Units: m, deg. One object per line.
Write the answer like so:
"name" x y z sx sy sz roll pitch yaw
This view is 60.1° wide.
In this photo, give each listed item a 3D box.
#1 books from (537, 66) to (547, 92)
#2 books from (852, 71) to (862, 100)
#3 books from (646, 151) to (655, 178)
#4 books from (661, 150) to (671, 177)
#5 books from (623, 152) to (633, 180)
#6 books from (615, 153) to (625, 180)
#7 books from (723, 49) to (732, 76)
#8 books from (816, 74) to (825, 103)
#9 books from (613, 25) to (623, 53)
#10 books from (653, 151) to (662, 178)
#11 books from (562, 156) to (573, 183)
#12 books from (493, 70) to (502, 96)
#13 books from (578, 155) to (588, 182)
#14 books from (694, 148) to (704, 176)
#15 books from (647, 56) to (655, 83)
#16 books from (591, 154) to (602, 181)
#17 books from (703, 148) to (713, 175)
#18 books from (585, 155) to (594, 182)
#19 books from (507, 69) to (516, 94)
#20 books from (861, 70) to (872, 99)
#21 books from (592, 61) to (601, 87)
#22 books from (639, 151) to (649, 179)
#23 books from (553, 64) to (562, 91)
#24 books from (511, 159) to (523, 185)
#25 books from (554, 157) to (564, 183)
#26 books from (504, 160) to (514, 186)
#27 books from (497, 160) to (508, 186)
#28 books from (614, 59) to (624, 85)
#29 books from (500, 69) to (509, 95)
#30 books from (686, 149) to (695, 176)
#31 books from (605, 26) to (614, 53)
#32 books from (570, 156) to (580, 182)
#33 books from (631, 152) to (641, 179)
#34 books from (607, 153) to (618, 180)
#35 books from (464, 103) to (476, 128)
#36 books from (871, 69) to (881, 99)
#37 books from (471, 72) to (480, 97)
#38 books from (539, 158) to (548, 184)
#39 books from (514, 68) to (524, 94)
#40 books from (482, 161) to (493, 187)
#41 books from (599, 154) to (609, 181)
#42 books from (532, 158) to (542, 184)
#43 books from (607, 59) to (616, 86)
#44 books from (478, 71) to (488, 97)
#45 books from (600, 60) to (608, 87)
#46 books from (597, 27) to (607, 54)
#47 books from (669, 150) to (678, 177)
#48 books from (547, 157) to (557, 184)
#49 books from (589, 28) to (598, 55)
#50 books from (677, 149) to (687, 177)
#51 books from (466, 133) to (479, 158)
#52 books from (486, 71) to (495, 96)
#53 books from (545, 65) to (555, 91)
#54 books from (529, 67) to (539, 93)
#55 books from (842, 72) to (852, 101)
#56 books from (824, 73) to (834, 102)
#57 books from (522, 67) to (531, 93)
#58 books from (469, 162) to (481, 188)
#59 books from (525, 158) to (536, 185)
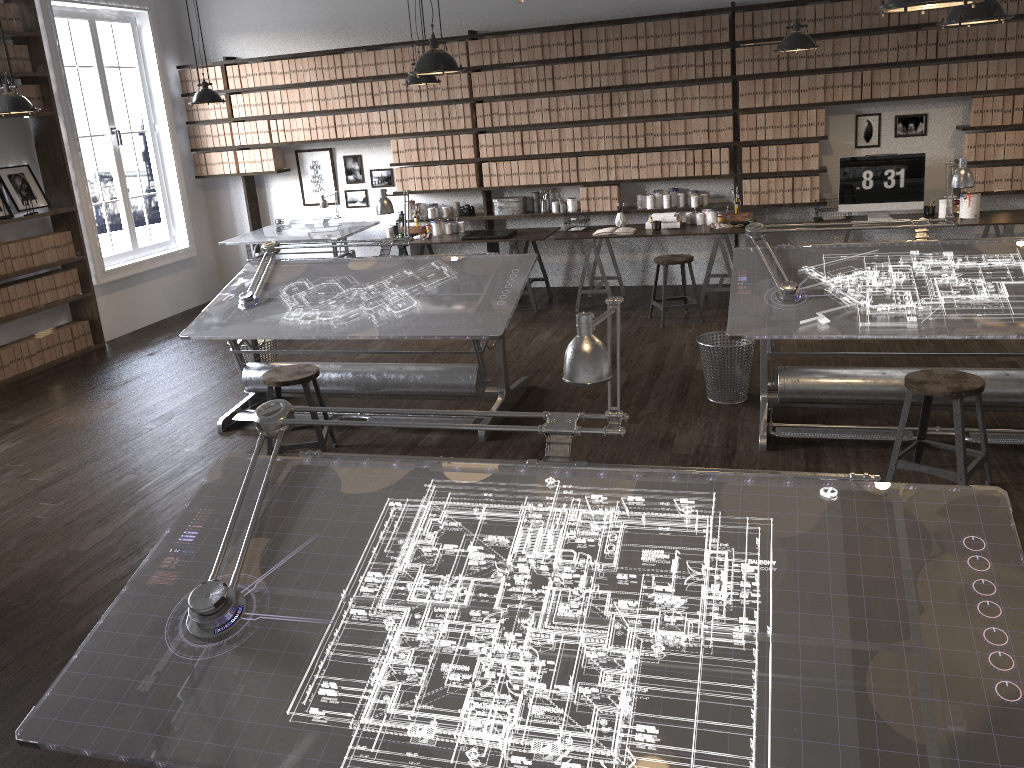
"books" 0.287 -2.756 8.010 0.067 0.222 0.177 0 17 17
"books" 2.841 -2.463 7.311 0.067 0.222 0.177 0 17 17
"books" 1.251 -1.968 7.947 0.067 0.222 0.177 0 17 17
"books" 1.379 -1.966 7.909 0.067 0.222 0.177 0 17 17
"books" 1.054 -1.971 8.007 0.067 0.222 0.177 0 17 17
"books" 0.988 -1.973 8.029 0.067 0.223 0.177 0 17 17
"books" 1.833 -2.732 7.538 0.067 0.222 0.177 0 17 17
"books" 2.571 -2.465 7.386 0.067 0.223 0.177 0 17 17
"books" 0.936 -3.008 7.733 0.067 0.222 0.177 0 17 17
"books" 1.313 -1.965 7.924 0.067 0.223 0.177 0 17 17
"books" 0.516 -1.979 8.172 0.067 0.222 0.177 0 17 17
"books" -0.106 -2.761 8.126 0.067 0.222 0.177 0 17 17
"books" 0.659 -1.977 8.129 0.067 0.222 0.177 0 17 17
"books" 1.653 -1.961 7.821 0.067 0.223 0.177 0 17 17
"books" 1.225 -2.741 7.722 0.067 0.222 0.177 0 17 17
"books" 0.780 -1.973 8.085 0.067 0.223 0.177 0 17 17
"books" 1.726 -1.961 7.805 0.067 0.222 0.177 0 17 17
"books" 0.721 -1.976 8.107 0.067 0.222 0.177 0 17 17
"books" 0.017 -2.758 8.086 0.067 0.223 0.177 0 17 17
"books" 2.911 -2.460 7.284 0.067 0.223 0.177 0 17 17
"books" 0.761 -2.747 7.861 0.067 0.223 0.177 0 17 17
"books" 1.190 -1.968 7.964 0.067 0.222 0.177 0 17 17
"books" 0.430 -2.754 7.967 0.067 0.222 0.177 0 17 17
"books" 0.053 -1.985 8.307 0.067 0.223 0.177 0 17 17
"books" 0.447 -1.979 8.188 0.067 0.223 0.177 0 17 17
"books" -0.013 -1.987 8.331 0.067 0.222 0.177 0 17 17
"books" -0.079 -1.989 8.353 0.067 0.223 0.177 0 17 17
"books" 0.954 -2.744 7.801 0.067 0.223 0.177 0 17 17
"books" -0.046 -2.760 8.109 0.067 0.222 0.177 0 17 17
"books" 1.583 -1.963 7.848 0.067 0.222 0.177 0 17 17
"books" 0.870 -3.010 7.755 0.067 0.223 0.177 0 17 17
"books" 0.587 -1.977 8.145 0.067 0.223 0.177 0 17 17
"books" 1.120 -1.969 7.983 0.067 0.223 0.177 0 17 17
"books" 0.920 -1.972 8.046 0.067 0.223 0.177 0 17 17
"books" -0.385 -2.512 8.290 0.067 0.222 0.177 0 17 17
"books" 2.984 -2.461 7.267 0.067 0.222 0.177 0 17 17
"books" -0.309 -2.765 8.191 0.067 0.223 0.177 0 17 17
"books" 0.313 -1.982 8.233 0.067 0.222 0.177 0 17 17
"books" 0.083 -2.759 8.071 0.067 0.222 0.177 0 17 17
"books" -0.217 -1.988 8.388 0.067 0.222 0.177 0 17 17
"books" 0.850 -1.972 8.064 0.067 0.222 0.177 0 17 17
"books" 0.246 -1.981 8.248 0.067 0.223 0.177 0 17 17
"books" 0.892 -2.746 7.824 0.067 0.222 0.177 0 17 17
"books" -0.242 -2.763 8.169 0.067 0.222 0.177 0 17 17
"books" 0.831 -2.747 7.841 0.067 0.222 0.177 0 17 17
"books" 0.802 -3.010 7.771 0.067 0.223 0.177 0 17 17
"books" 1.447 -1.965 7.889 0.067 0.223 0.177 0 17 17
"books" 0.381 -1.981 8.213 0.067 0.223 0.177 0 17 17
"books" 0.732 -3.010 7.789 0.067 0.222 0.177 0 17 17
"books" 1.514 -1.963 7.864 0.067 0.223 0.177 0 17 17
"books" -0.362 -2.247 8.355 0.067 0.223 0.177 0 17 17
"books" -0.176 -2.761 8.145 0.067 0.223 0.177 0 17 17
"books" 0.357 -2.753 7.983 0.067 0.223 0.177 0 17 17
"books" 0.218 -2.755 8.026 0.067 0.223 0.177 0 17 17
"books" 2.772 -2.462 7.327 0.067 0.223 0.177 0 17 17
"books" 2.637 -2.466 7.372 0.067 0.222 0.177 0 17 17
"books" 0.151 -2.758 8.051 0.067 0.223 0.177 0 17 17
"books" -0.344 -1.991 8.428 0.067 0.223 0.177 0 17 17
"books" 0.184 -1.984 8.271 0.067 0.222 0.177 0 17 17
